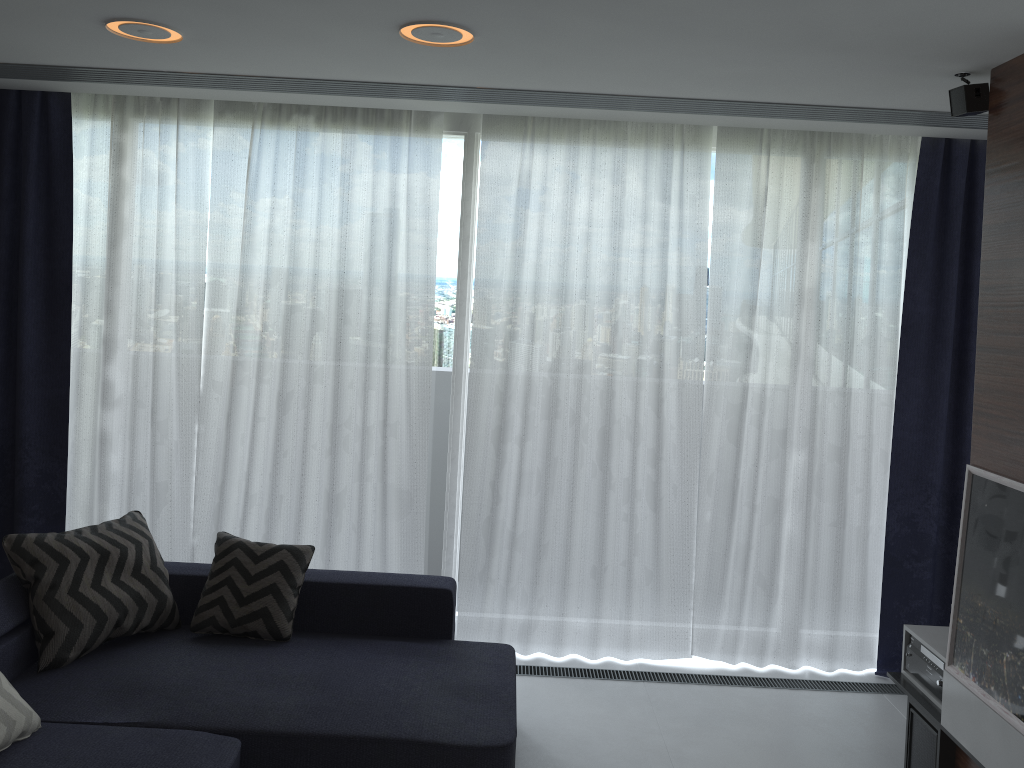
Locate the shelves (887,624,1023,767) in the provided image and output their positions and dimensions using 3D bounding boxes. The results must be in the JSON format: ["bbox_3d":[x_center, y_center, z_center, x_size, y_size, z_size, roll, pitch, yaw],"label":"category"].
[{"bbox_3d":[1.892,1.310,2.263,0.872,0.498,2.358,3,5,0],"label":"shelves"}]

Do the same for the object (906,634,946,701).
[{"bbox_3d":[1.695,1.060,3.227,0.368,0.150,0.371,3,4,0],"label":"object"}]

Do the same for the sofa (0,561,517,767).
[{"bbox_3d":[-0.930,1.107,2.330,1.898,0.607,2.883,3,5,0],"label":"sofa"}]

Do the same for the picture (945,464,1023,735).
[{"bbox_3d":[1.516,0.644,2.752,0.053,0.699,0.501,3,2,0],"label":"picture"}]

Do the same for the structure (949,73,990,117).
[{"bbox_3d":[1.600,-1.008,3.089,0.114,0.142,0.085,3,1,-10],"label":"structure"}]

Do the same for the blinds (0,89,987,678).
[{"bbox_3d":[-0.312,0.128,1.551,7.136,2.768,5.818,3,4,3],"label":"blinds"}]

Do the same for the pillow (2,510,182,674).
[{"bbox_3d":[-1.580,0.801,3.358,0.356,0.517,0.598,4,3,30],"label":"pillow"}]

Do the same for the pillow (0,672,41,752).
[{"bbox_3d":[-1.578,0.867,2.429,0.342,0.387,0.496,3,3,0],"label":"pillow"}]

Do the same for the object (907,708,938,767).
[{"bbox_3d":[1.578,1.324,3.134,0.254,0.251,0.214,3,2,0],"label":"object"}]

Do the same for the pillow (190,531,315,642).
[{"bbox_3d":[-1.032,0.805,3.516,0.415,0.344,0.287,3,2,5],"label":"pillow"}]
